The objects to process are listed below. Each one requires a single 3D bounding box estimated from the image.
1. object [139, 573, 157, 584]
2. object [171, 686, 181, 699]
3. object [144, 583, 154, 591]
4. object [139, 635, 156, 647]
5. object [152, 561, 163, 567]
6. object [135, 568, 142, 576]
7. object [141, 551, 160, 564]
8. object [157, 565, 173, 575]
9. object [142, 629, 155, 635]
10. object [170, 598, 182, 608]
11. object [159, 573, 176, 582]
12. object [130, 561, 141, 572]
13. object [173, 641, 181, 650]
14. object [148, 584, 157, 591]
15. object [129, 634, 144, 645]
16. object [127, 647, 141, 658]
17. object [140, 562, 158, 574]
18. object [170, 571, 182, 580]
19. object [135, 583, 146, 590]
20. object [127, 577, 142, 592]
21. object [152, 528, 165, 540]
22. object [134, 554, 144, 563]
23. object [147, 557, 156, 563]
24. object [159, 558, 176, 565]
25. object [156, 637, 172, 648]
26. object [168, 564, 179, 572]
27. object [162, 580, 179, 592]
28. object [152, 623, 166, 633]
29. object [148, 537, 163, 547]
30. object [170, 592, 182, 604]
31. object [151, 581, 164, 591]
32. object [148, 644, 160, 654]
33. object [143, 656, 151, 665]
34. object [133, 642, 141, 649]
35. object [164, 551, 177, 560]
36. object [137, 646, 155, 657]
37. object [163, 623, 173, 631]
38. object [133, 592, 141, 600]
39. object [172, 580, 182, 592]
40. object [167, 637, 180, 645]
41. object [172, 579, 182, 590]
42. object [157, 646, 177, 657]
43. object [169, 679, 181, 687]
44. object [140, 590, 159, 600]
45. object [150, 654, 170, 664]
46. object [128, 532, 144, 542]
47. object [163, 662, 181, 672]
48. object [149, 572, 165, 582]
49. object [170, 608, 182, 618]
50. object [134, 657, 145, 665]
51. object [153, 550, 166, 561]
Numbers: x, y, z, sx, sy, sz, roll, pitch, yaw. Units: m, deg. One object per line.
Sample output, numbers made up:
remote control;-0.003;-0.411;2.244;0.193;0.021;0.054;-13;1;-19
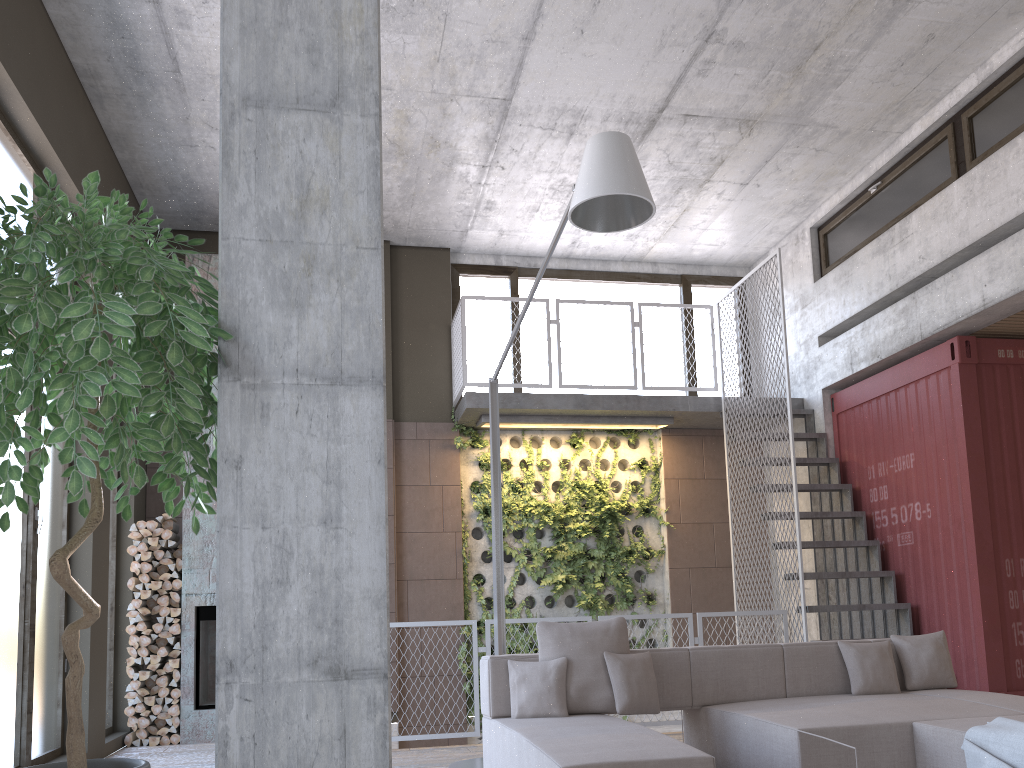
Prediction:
object;-3.347;1.800;8.081;0.092;0.091;0.449;0;-15;-12
object;-3.037;2.816;8.021;0.091;0.090;0.449;0;-15;-12
object;-3.307;1.877;8.072;0.067;0.065;0.434;0;-15;-12
object;-3.293;2.324;7.948;0.098;0.104;0.302;0;-14;-10
object;-3.261;1.666;8.096;0.064;0.072;0.369;0;-15;-13
object;-3.380;1.710;7.966;0.045;0.071;0.258;0;-15;-12
object;-3.316;1.598;8.059;0.093;0.081;0.492;1;-15;-12
object;-3.228;1.748;8.174;0.104;0.100;0.300;0;-14;-12
object;-3.296;2.259;7.987;0.089;0.055;0.341;1;-15;-12
object;-3.107;2.035;8.126;0.101;0.084;0.372;1;-15;-12
object;-3.174;1.805;8.131;0.115;0.077;0.447;1;-15;-12
object;-3.415;1.685;8.050;0.101;0.100;0.300;0;-14;-10
object;-3.050;2.393;8.055;0.067;0.083;0.436;1;-15;-13
object;-3.244;1.869;8.065;0.115;0.077;0.447;1;-15;-12
object;-3.394;2.324;7.974;0.101;0.100;0.300;0;-14;-10
object;-3.406;2.432;7.944;0.088;0.105;0.375;0;-15;-12
object;-3.314;1.684;8.024;0.098;0.104;0.302;0;-14;-10
object;-3.096;1.778;8.130;0.071;0.071;0.434;0;-15;-12
object;-3.386;1.873;8.057;0.067;0.065;0.434;0;-15;-12
object;-3.444;1.835;8.012;0.064;0.122;0.374;0;-14;-13
object;-3.227;1.387;8.081;0.104;0.082;0.373;1;-15;-12
object;-3.390;1.606;8.046;0.067;0.065;0.434;0;-15;-12
object;-3.317;1.619;8.064;0.089;0.055;0.341;1;-15;-12
object;-3.161;1.654;8.113;0.122;0.066;0.373;0;-15;-10
object;-3.206;2.387;8.098;0.104;0.100;0.300;0;-14;-12
object;-3.126;1.722;8.124;0.067;0.083;0.436;1;-15;-13
object;-3.154;1.874;8.121;0.091;0.087;0.467;0;-15;-12
object;-3.205;2.236;8.029;0.091;0.087;0.467;1;-15;-13
object;-3.268;1.480;8.098;0.094;0.081;0.493;1;-15;-12
object;-3.074;1.971;8.069;0.088;0.105;0.375;0;-15;-12
object;-3.233;1.868;8.086;0.093;0.081;0.492;1;-15;-12
object;-3.255;2.433;8.047;0.101;0.084;0.372;1;-15;-12
object;-3.286;2.516;7.996;0.067;0.065;0.434;0;-15;-12
object;-3.359;2.350;7.890;0.045;0.071;0.258;0;-15;-12
object;-3.164;1.597;8.148;0.067;0.069;0.434;0;-15;-12
object;-3.326;2.440;8.004;0.092;0.091;0.449;0;-15;-12
object;-3.143;2.236;8.072;0.067;0.069;0.434;0;-15;-12
object;-3.377;1.941;8.006;0.067;0.065;0.434;0;-15;-12
object;-3.062;1.864;8.098;0.101;0.100;0.300;0;-14;-10
object;-3.105;2.361;8.048;0.067;0.083;0.436;1;-15;-13
object;-3.068;1.868;8.135;0.091;0.090;0.449;0;-15;-12
object;-3.146;2.441;8.012;0.091;0.087;0.468;0;-15;-10
object;-3.065;2.721;8.018;0.071;0.071;0.434;0;-15;-12
object;-3.303;1.932;8.020;0.093;0.081;0.492;1;-15;-12
object;-3.211;2.508;8.010;0.093;0.081;0.492;1;-15;-12
object;-3.433;1.414;8.087;0.122;0.067;0.373;0;-15;-10
object;-3.109;2.587;8.040;0.091;0.087;0.467;0;-15;-12
object;-3.276;1.794;8.123;0.101;0.084;0.372;1;-15;-12
object;-3.063;2.110;8.090;0.093;0.081;0.492;1;-15;-12
object;-3.365;2.513;7.980;0.067;0.065;0.434;0;-15;-12
object;-3.226;1.597;8.105;0.091;0.087;0.467;1;-15;-13
